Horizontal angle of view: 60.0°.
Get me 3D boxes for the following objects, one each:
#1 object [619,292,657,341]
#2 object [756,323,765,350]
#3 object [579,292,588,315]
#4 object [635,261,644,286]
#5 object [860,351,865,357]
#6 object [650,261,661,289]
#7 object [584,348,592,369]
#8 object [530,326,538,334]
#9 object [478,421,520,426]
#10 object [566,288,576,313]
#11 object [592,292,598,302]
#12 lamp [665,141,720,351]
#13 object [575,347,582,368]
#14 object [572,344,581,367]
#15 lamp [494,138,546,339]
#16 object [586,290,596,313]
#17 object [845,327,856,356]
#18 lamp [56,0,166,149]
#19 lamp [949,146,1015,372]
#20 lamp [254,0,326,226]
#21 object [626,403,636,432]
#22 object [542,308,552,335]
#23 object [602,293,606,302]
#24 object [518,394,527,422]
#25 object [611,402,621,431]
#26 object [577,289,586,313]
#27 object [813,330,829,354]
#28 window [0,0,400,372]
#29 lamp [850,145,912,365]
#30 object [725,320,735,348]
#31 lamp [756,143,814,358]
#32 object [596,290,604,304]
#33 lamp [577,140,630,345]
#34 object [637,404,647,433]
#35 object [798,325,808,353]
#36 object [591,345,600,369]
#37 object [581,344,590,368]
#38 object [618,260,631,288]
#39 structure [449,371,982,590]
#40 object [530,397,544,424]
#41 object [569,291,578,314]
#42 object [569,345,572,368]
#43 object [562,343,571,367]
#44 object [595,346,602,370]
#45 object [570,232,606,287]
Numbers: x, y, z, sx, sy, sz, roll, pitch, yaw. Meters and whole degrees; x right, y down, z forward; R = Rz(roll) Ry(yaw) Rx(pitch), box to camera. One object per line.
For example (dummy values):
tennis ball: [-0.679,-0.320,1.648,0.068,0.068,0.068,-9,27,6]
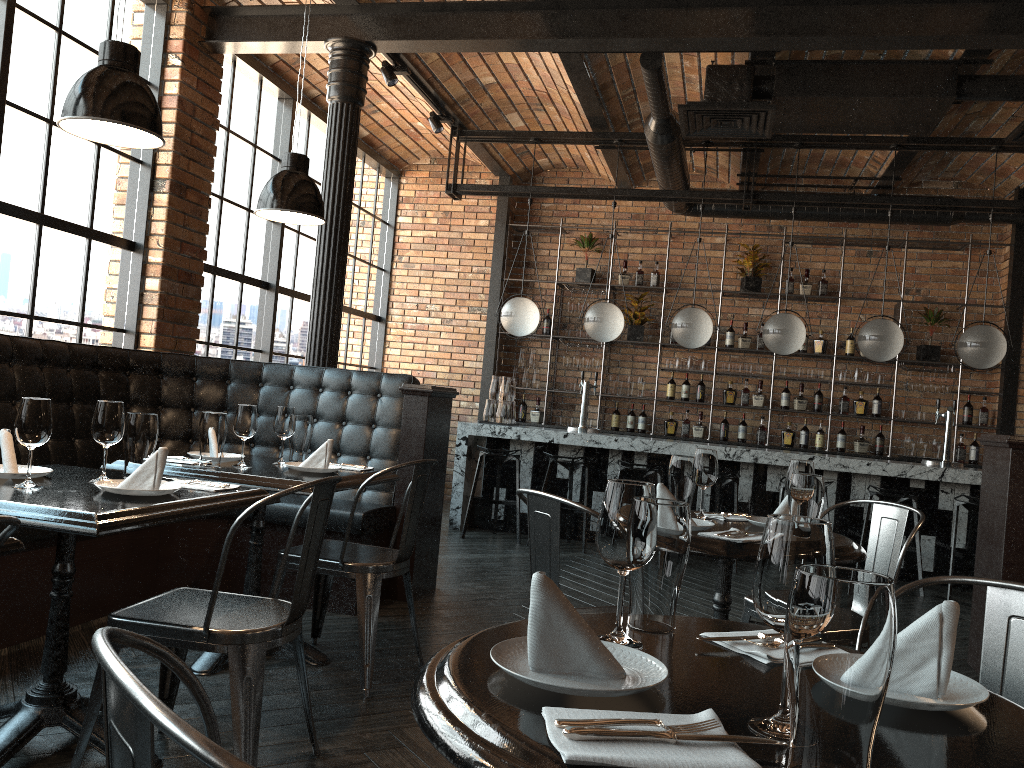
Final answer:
object: [1.308,-0.694,9.214,0.430,0.526,0.425,5,-1,26]
object: [2.516,-0.472,8.949,0.083,0.282,0.083,5,-1,13]
object: [0.766,-0.862,9.453,0.092,0.244,0.092,5,-1,19]
object: [1.332,-1.146,9.255,0.083,0.282,0.083,5,-1,-2]
object: [3.484,-0.389,8.704,0.123,0.279,0.123,5,-1,22]
object: [1.493,-1.132,9.217,0.083,0.282,0.083,4,-1,28]
object: [0.811,-0.283,9.419,0.092,0.244,0.092,5,-1,19]
object: [0.223,-0.661,9.483,0.123,0.279,0.123,5,-1,2]
object: [-0.112,0.344,7.781,0.273,0.019,0.437,5,-1,13]
object: [0.621,-0.877,9.318,0.092,0.244,0.092,5,-1,19]
object: [0.862,-0.854,9.430,0.092,0.244,0.092,5,-1,19]
lamp: [1.551,-1.146,7.360,0.340,1.754,0.340,6,-1,-31]
object: [0.715,-0.291,9.441,0.092,0.244,0.092,5,-1,19]
object: [0.678,-0.298,9.281,0.092,0.244,0.092,5,-1,19]
lamp: [0.130,-1.264,7.700,0.340,1.754,0.340,6,-1,-31]
object: [0.824,-0.860,9.269,0.092,0.244,0.092,5,-1,19]
object: [3.347,-0.410,8.758,0.086,0.299,0.086,6,-1,-28]
lamp: [-1.095,-1.550,2.605,0.291,1.653,0.291,4,-1,38]
lamp: [3.683,-0.968,6.852,0.340,1.754,0.340,6,-1,-31]
lamp: [-0.843,-1.507,3.678,0.291,1.653,0.291,6,-1,-32]
object: [1.247,0.352,9.247,0.086,0.298,0.086,6,-1,-28]
object: [0.378,-0.659,9.464,0.086,0.299,0.086,6,-1,-28]
object: [0.962,-0.845,9.406,0.092,0.244,0.092,5,-1,19]
object: [0.118,0.257,9.458,0.086,0.297,0.086,6,-2,-43]
object: [1.089,0.339,9.258,0.086,0.299,0.086,6,-1,-28]
object: [0.728,-0.868,9.292,0.092,0.244,0.092,5,-1,19]
object: [3.068,-0.408,8.816,0.151,0.248,0.094,4,-2,42]
window: [-3.291,-1.025,1.822,0.168,3.253,16.179,5,-1,13]
lamp: [2.972,-1.027,7.021,0.340,1.754,0.340,6,-1,-31]
object: [2.226,-0.504,9.027,0.086,0.298,0.086,6,-1,-28]
lamp: [2.262,-1.086,7.191,0.340,1.754,0.340,6,-1,-31]
object: [0.924,-0.852,9.246,0.092,0.244,0.092,5,-1,19]
lamp: [0.841,-1.205,7.530,0.340,1.754,0.340,6,-1,-31]
object: [1.357,0.361,9.196,0.086,0.298,0.086,6,-1,-28]
object: [2.922,-0.446,8.885,0.086,0.298,0.086,6,-1,-28]
object: [0.874,-0.281,9.234,0.092,0.244,0.092,5,-1,19]
object: [0.774,-0.290,9.258,0.092,0.244,0.092,5,-1,19]
object: [1.179,-1.156,9.293,0.123,0.279,0.123,5,-1,2]
structure: [2.345,0.755,7.729,5.346,1.430,1.930,5,-1,13]
object: [0.272,0.280,9.433,0.123,0.279,0.123,4,-1,27]
object: [0.659,-0.871,9.478,0.092,0.244,0.092,5,-1,19]
object: [0.609,-0.300,9.467,0.092,0.244,0.092,5,-1,19]
object: [0.571,-0.307,9.307,0.092,0.244,0.092,5,-1,19]
object: [0.912,-0.275,9.395,0.092,0.244,0.092,5,-1,19]
object: [0.799,-1.325,9.415,0.377,0.554,0.422,5,-1,1]
